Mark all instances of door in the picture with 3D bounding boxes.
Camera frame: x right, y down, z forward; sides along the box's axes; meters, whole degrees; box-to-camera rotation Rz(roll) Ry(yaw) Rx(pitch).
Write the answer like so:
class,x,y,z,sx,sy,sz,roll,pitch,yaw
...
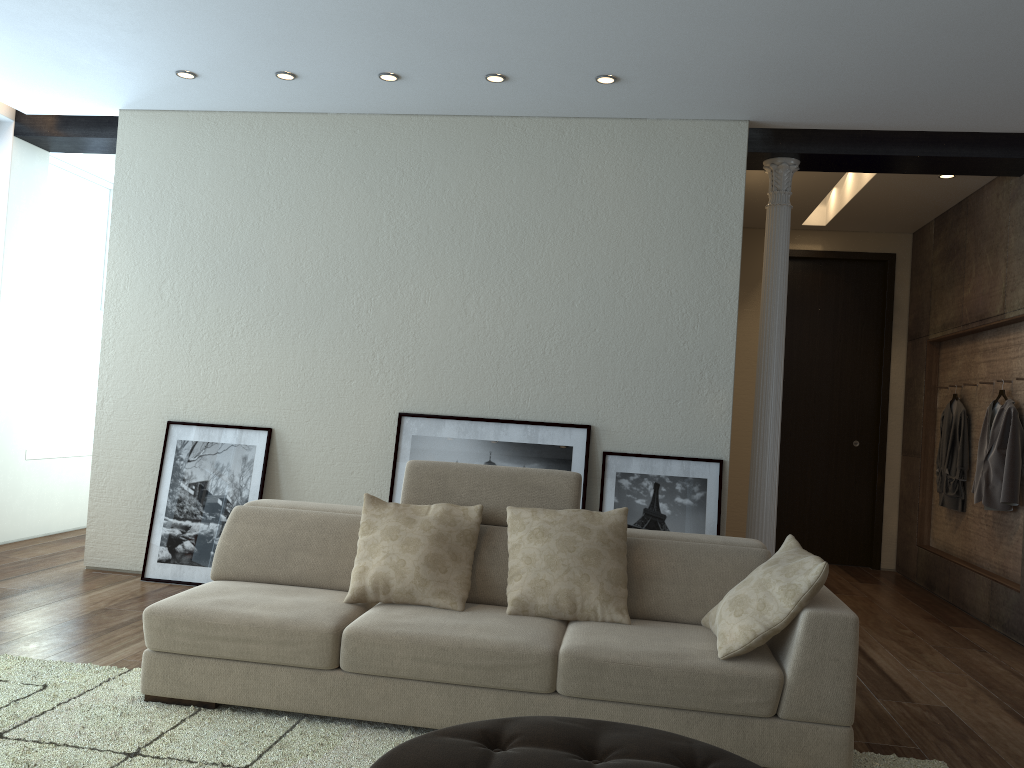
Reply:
class,x,y,z,sx,sy,sz,roll,pitch,yaw
door,2.841,0.214,8.045,1.037,2.814,0.246,3,-2,8

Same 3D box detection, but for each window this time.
class,x,y,z,sx,sy,sz,roll,pitch,yaw
window,-3.764,-0.629,7.319,0.123,2.400,1.373,3,-2,8

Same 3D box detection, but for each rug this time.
class,x,y,z,sx,sy,sz,roll,pitch,yaw
rug,-0.722,1.205,2.058,4.231,0.020,2.972,3,-2,8

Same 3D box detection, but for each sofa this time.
class,x,y,z,sx,sy,sz,roll,pitch,yaw
sofa,-0.040,0.830,3.627,2.581,0.950,1.021,3,-2,8

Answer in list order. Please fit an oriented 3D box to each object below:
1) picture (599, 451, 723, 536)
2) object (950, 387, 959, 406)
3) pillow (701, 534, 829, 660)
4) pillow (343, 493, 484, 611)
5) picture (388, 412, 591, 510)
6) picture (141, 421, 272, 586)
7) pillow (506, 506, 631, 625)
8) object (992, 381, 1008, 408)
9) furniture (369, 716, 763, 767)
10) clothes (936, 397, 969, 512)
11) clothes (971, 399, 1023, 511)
class,x,y,z,sx,sy,sz,roll,pitch,yaw
picture,0.844,0.911,5.131,0.700,0.988,0.195,3,-2,8
object,3.370,0.115,6.745,0.010,0.219,0.430,3,-2,8
pillow,0.938,0.775,3.265,0.395,0.393,0.518,4,-2,5
pillow,-0.399,0.689,3.683,0.519,0.416,0.368,4,-2,4
picture,-0.162,0.775,5.263,1.183,1.140,0.225,3,-2,8
picture,-1.899,0.745,5.523,0.700,0.988,0.195,3,-2,8
pillow,0.221,0.717,3.608,0.534,0.439,0.301,4,-2,5
object,3.234,0.080,5.854,0.010,0.219,0.430,3,-2,8
furniture,0.165,1.073,1.962,1.057,0.355,1.057,3,-2,10
clothes,3.328,0.527,6.742,0.141,0.855,0.569,3,-2,8
clothes,3.196,0.467,5.855,0.173,0.735,0.700,3,-2,7
